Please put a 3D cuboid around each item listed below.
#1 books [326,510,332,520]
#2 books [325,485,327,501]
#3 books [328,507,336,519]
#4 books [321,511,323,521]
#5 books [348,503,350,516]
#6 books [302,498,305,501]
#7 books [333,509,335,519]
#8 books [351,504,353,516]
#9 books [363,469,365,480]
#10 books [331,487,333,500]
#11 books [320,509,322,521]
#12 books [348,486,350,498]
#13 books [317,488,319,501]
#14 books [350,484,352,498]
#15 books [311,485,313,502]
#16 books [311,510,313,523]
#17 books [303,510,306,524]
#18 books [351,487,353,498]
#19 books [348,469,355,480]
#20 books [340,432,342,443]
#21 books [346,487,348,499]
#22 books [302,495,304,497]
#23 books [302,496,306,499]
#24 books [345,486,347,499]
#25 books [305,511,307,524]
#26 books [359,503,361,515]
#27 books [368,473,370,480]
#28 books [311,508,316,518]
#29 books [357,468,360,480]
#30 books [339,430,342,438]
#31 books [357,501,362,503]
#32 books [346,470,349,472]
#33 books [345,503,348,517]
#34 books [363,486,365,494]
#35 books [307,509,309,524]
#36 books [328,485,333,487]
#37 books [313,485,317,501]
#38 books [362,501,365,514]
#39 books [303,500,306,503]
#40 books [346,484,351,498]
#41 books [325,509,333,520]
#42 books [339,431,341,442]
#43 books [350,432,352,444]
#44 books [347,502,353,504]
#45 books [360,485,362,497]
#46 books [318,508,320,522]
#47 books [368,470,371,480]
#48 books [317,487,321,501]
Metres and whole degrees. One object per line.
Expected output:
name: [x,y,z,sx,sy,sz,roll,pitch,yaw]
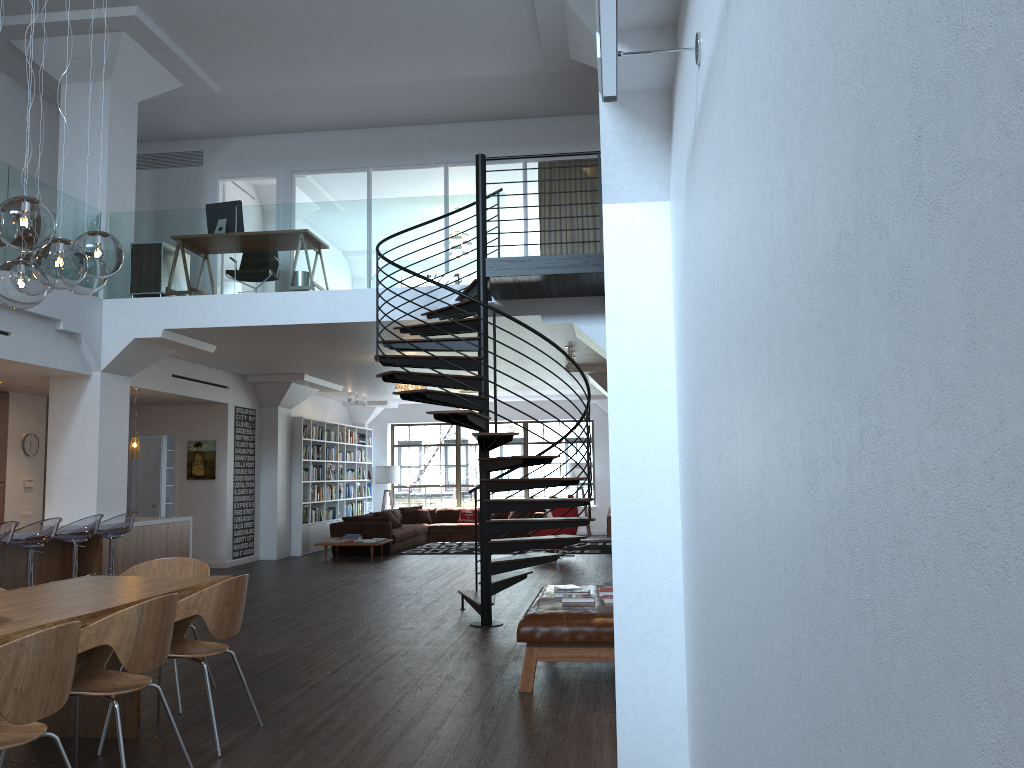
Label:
books: [-3.541,2.526,17.090,0.128,0.178,0.021,-2,-6,7]
books: [-3.606,2.059,16.761,0.198,0.284,0.066,-2,-6,6]
books: [-3.519,2.525,17.346,0.140,0.231,0.042,-2,-6,7]
books: [-3.612,2.454,16.515,0.161,0.207,0.135,-2,-6,6]
books: [-3.419,2.581,18.187,0.176,0.290,0.053,-2,-6,6]
books: [-3.758,2.037,15.642,0.197,0.033,0.284,1,-6,-18]
books: [-3.525,2.531,17.260,0.146,0.202,0.027,-2,-6,7]
books: [-3.384,2.623,18.420,0.183,0.253,0.034,-2,-6,6]
books: [-3.310,1.969,19.313,0.174,0.236,0.142,-2,-6,6]
books: [-3.551,2.109,17.102,0.183,0.253,0.034,-2,-6,6]
books: [-3.626,2.434,16.462,0.174,0.236,0.142,-2,-6,6]
books: [-3.423,2.218,18.161,0.182,0.253,0.098,-2,-6,7]
books: [-3.647,2.037,16.358,0.171,0.246,0.057,-2,-6,7]
books: [-3.416,2.215,18.329,0.176,0.293,0.125,-2,-6,7]
books: [-3.673,1.977,16.017,0.140,0.298,0.044,-2,-6,7]
books: [-3.677,2.391,15.981,0.161,0.223,0.032,-2,-6,7]
books: [-3.723,2.343,15.589,0.174,0.240,0.054,-2,-6,7]
books: [-3.400,2.248,18.413,0.174,0.242,0.105,-2,-6,7]
books: [-3.376,1.901,18.636,0.140,0.231,0.042,-2,-6,7]
books: [-3.503,1.076,17.789,0.161,0.207,0.130,-2,-6,6]
books: [-3.437,2.213,18.075,0.174,0.243,0.085,-2,-6,7]
books: [-3.760,1.976,15.648,0.144,0.025,0.204,-1,-6,-3]
books: [-3.761,2.004,15.641,0.174,0.032,0.254,-1,-6,2]
books: [-3.451,2.197,17.975,0.182,0.255,0.077,-2,-6,7]
books: [-3.709,2.359,15.662,0.161,0.223,0.032,-2,-6,7]
books: [-3.328,2.676,18.951,0.183,0.253,0.037,-2,-6,7]
books: [-3.266,2.020,19.691,0.167,0.210,0.162,-2,-6,7]
books: [-3.668,2.390,16.138,0.183,0.253,0.042,-2,-6,7]
books: [-3.352,1.927,18.989,0.183,0.253,0.042,-2,-6,7]
books: [-3.505,1.062,17.873,0.160,0.251,0.031,-2,-6,7]
books: [-3.295,2.671,19.121,0.140,0.298,0.044,-2,-6,7]
books: [-3.421,1.877,18.270,0.140,0.206,0.042,-2,-6,7]
books: [-3.440,2.573,18.079,0.198,0.284,0.066,-2,-6,6]
books: [-3.297,2.349,19.331,0.168,0.228,0.139,-2,-6,7]
books: [-3.709,2.357,15.783,0.180,0.251,0.048,-2,-6,7]
books: [-3.556,2.094,17.140,0.176,0.290,0.036,-2,-6,6]
books: [-3.668,2.003,16.236,0.176,0.290,0.053,-2,-6,7]
books: [-3.291,2.697,19.339,0.176,0.290,0.053,-2,-6,7]
books: [-3.757,2.071,15.639,0.197,0.035,0.284,-1,-6,-3]
books: [-3.428,2.210,18.268,0.197,0.290,0.136,-2,-6,7]
books: [-3.542,2.520,17.153,0.146,0.202,0.027,-2,-6,7]
books: [-3.517,1.056,17.738,0.174,0.236,0.136,-2,-6,6]
books: [-3.429,1.124,18.472,0.171,0.246,0.057,-2,-6,7]
books: [-3.390,2.608,18.457,0.176,0.290,0.036,-2,-6,6]
books: [-3.323,2.313,19.111,0.183,0.253,0.042,-2,-6,7]
books: [-3.636,2.416,16.373,0.183,0.253,0.042,-2,-6,7]
books: [-3.247,2.026,19.780,0.182,0.215,0.188,-2,-6,7]
books: [-3.640,2.042,16.440,0.183,0.253,0.034,-2,-6,7]
